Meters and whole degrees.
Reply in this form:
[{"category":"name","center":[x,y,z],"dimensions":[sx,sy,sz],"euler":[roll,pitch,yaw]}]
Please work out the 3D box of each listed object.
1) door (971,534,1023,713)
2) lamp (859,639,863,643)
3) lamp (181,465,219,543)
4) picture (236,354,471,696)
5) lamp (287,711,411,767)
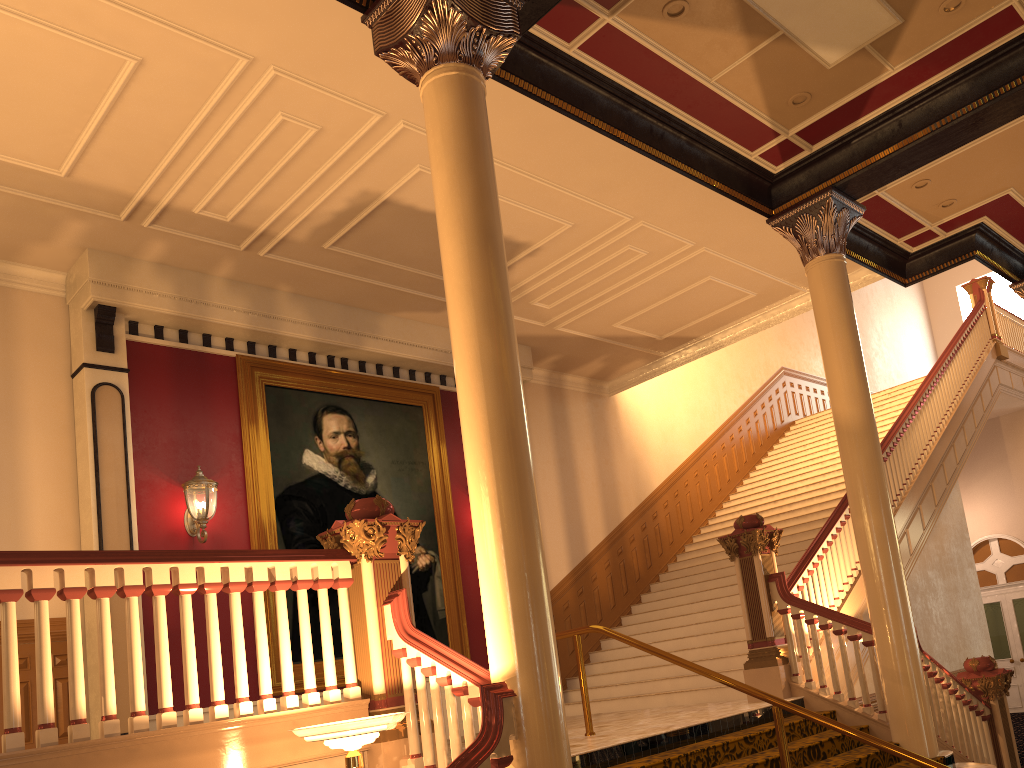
[{"category":"door","center":[9.667,4.636,16.902],"dimensions":[0.209,3.383,1.457],"euler":[0,-13,-44]},{"category":"lamp","center":[3.651,3.355,8.241],"dimensions":[0.595,1.958,0.581],"euler":[-3,-11,-27]},{"category":"lamp","center":[-2.886,1.117,8.038],"dimensions":[0.331,0.710,0.390],"euler":[2,-15,-44]},{"category":"picture","center":[-1.617,1.503,9.434],"dimensions":[2.657,3.355,0.054],"euler":[4,-15,-45]},{"category":"lamp","center":[-0.661,2.587,4.063],"dimensions":[0.571,1.958,0.605],"euler":[-13,-11,26]}]
